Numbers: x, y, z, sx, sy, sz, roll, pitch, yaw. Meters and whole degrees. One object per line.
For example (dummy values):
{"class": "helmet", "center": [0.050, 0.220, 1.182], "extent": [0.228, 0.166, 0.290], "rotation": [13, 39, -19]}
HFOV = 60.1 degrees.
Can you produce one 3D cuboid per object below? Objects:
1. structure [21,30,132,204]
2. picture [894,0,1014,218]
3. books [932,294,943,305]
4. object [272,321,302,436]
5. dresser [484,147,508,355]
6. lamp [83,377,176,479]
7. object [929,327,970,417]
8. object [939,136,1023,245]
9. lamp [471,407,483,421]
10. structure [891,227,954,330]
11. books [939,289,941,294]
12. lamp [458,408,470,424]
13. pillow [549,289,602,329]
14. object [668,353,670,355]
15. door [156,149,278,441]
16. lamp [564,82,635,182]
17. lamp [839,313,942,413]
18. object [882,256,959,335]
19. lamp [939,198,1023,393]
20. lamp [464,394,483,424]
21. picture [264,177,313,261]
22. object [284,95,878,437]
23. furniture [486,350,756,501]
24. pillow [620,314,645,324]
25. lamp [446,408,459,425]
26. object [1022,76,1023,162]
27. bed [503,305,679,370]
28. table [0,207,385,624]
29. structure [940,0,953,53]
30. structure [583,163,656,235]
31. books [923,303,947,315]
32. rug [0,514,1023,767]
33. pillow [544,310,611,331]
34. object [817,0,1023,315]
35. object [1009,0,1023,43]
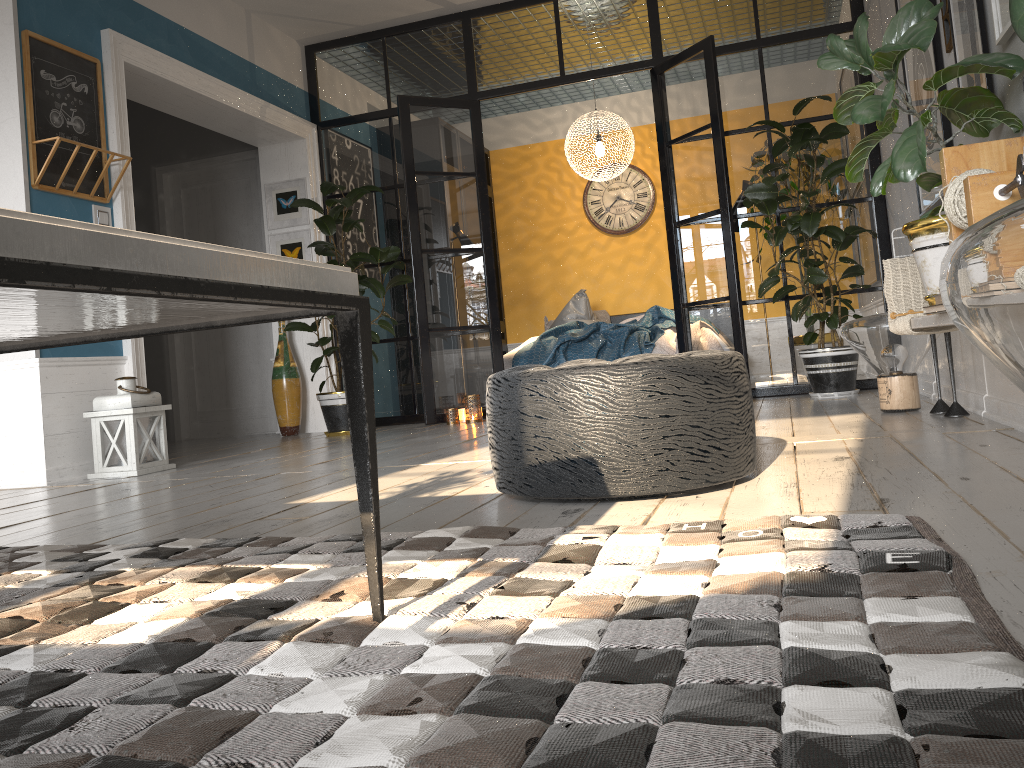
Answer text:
{"class": "structure", "center": [-2.160, -1.333, 4.431], "extent": [0.185, 0.777, 0.495], "rotation": [-6, -2, 17]}
{"class": "picture", "center": [-0.071, -1.362, 4.646], "extent": [4.031, 1.799, 7.297], "rotation": [-5, 1, 17]}
{"class": "books", "center": [1.227, -0.230, 2.220], "extent": [0.259, 0.029, 0.384], "rotation": [-5, 1, 18]}
{"class": "object", "center": [-1.674, -0.179, 6.515], "extent": [0.215, 1.127, 0.215], "rotation": [-6, -3, 11]}
{"class": "dresser", "center": [-0.607, -1.079, 8.572], "extent": [0.636, 2.624, 1.431], "rotation": [-6, -2, 17]}
{"class": "lamp", "center": [-1.890, 0.202, 4.370], "extent": [0.286, 0.479, 0.286], "rotation": [-6, -2, 16]}
{"class": "object", "center": [1.723, -0.228, 3.569], "extent": [0.091, 0.703, 0.279], "rotation": [-6, -2, 9]}
{"class": "object", "center": [1.180, -0.405, 2.114], "extent": [0.238, 0.441, 0.546], "rotation": [-6, -1, 17]}
{"class": "lamp", "center": [-0.242, 0.210, 6.117], "extent": [0.081, 0.099, 0.080], "rotation": [-4, -2, -33]}
{"class": "structure", "center": [1.205, -0.379, 2.087], "extent": [0.307, 0.487, 2.777], "rotation": [-6, 1, 17]}
{"class": "books", "center": [1.235, -0.253, 2.221], "extent": [0.228, 0.017, 0.379], "rotation": [-5, 1, 14]}
{"class": "lamp", "center": [-0.327, 0.219, 6.082], "extent": [0.081, 0.099, 0.080], "rotation": [-4, -2, -33]}
{"class": "pillow", "center": [0.573, -0.565, 8.177], "extent": [0.780, 0.600, 0.499], "rotation": [-5, -1, 23]}
{"class": "object", "center": [1.288, -0.141, 6.195], "extent": [0.279, 0.523, 0.435], "rotation": [-4, -2, -32]}
{"class": "door", "center": [-2.387, -0.724, 7.352], "extent": [1.035, 2.313, 0.177], "rotation": [-6, -3, 17]}
{"class": "lamp", "center": [0.747, -2.326, 7.777], "extent": [0.618, 1.099, 0.613], "rotation": [-4, -2, -32]}
{"class": "lamp", "center": [1.693, -0.098, 3.907], "extent": [0.431, 0.439, 0.433], "rotation": [-6, -1, 39]}
{"class": "object", "center": [1.486, -0.329, 3.056], "extent": [0.328, 0.307, 0.785], "rotation": [-6, 0, 18]}
{"class": "lamp", "center": [0.468, 0.079, 0.437], "extent": [0.433, 0.439, 0.430], "rotation": [-4, -1, -42]}
{"class": "lamp", "center": [-0.266, 0.170, 6.014], "extent": [0.114, 0.187, 0.115], "rotation": [-6, -2, 16]}
{"class": "picture", "center": [-1.984, -1.136, 5.828], "extent": [0.358, 0.754, 1.946], "rotation": [-6, 0, 17]}
{"class": "object", "center": [0.348, -0.688, 5.761], "extent": [3.888, 1.800, 1.010], "rotation": [-5, -2, 16]}
{"class": "furniture", "center": [0.297, 0.099, 2.474], "extent": [0.735, 0.357, 0.735], "rotation": [-5, 0, 4]}
{"class": "pillow", "center": [1.249, -0.528, 7.972], "extent": [0.594, 0.228, 0.483], "rotation": [-6, 0, -24]}
{"class": "lamp", "center": [-0.409, 0.223, 6.041], "extent": [0.084, 0.111, 0.084], "rotation": [-5, -1, -7]}
{"class": "object", "center": [1.063, -0.411, 1.687], "extent": [0.136, 0.484, 0.155], "rotation": [-6, -3, 17]}
{"class": "bed", "center": [1.016, -0.273, 7.586], "extent": [1.893, 0.772, 2.324], "rotation": [-5, 1, 17]}
{"class": "table", "center": [-0.980, 0.168, 1.090], "extent": [1.453, 0.512, 0.732], "rotation": [-5, 0, 17]}
{"class": "structure", "center": [1.543, -1.374, 3.018], "extent": [0.024, 0.263, 0.739], "rotation": [-6, 0, 17]}
{"class": "structure", "center": [1.064, -1.848, 8.821], "extent": [0.725, 0.726, 0.070], "rotation": [-6, -3, 17]}
{"class": "books", "center": [1.230, -0.205, 2.206], "extent": [0.296, 0.021, 0.368], "rotation": [-5, 1, 11]}
{"class": "rug", "center": [-0.697, 0.382, 1.163], "extent": [2.521, 0.034, 1.771], "rotation": [-5, 1, 17]}
{"class": "pillow", "center": [0.703, -0.488, 8.576], "extent": [0.756, 0.457, 0.512], "rotation": [-5, -1, -12]}
{"class": "object", "center": [1.237, -0.686, 2.599], "extent": [0.545, 0.966, 0.509], "rotation": [-5, -2, 2]}
{"class": "object", "center": [0.770, -0.708, 1.013], "extent": [0.568, 1.153, 0.414], "rotation": [-4, -3, -34]}
